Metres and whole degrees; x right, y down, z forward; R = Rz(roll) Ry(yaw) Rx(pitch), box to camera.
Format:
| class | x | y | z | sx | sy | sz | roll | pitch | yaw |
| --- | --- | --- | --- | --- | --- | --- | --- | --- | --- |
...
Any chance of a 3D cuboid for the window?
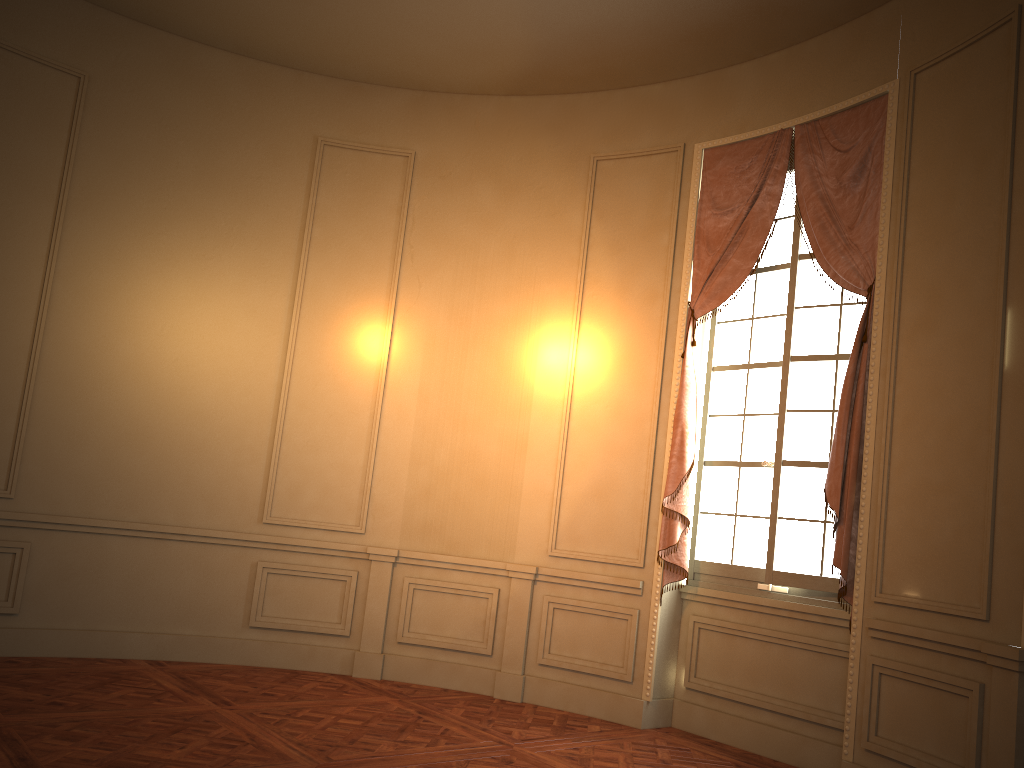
| class | x | y | z | sx | sy | sz | roll | pitch | yaw |
| --- | --- | --- | --- | --- | --- | --- | --- | --- | --- |
| window | 1.659 | -0.144 | 5.323 | 0.157 | 2.826 | 1.280 | 12 | -9 | -39 |

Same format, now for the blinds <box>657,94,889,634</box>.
| class | x | y | z | sx | sy | sz | roll | pitch | yaw |
| --- | --- | --- | --- | --- | --- | --- | --- | --- | --- |
| blinds | 1.481 | -0.121 | 5.160 | 0.293 | 2.966 | 1.303 | 12 | -9 | -39 |
